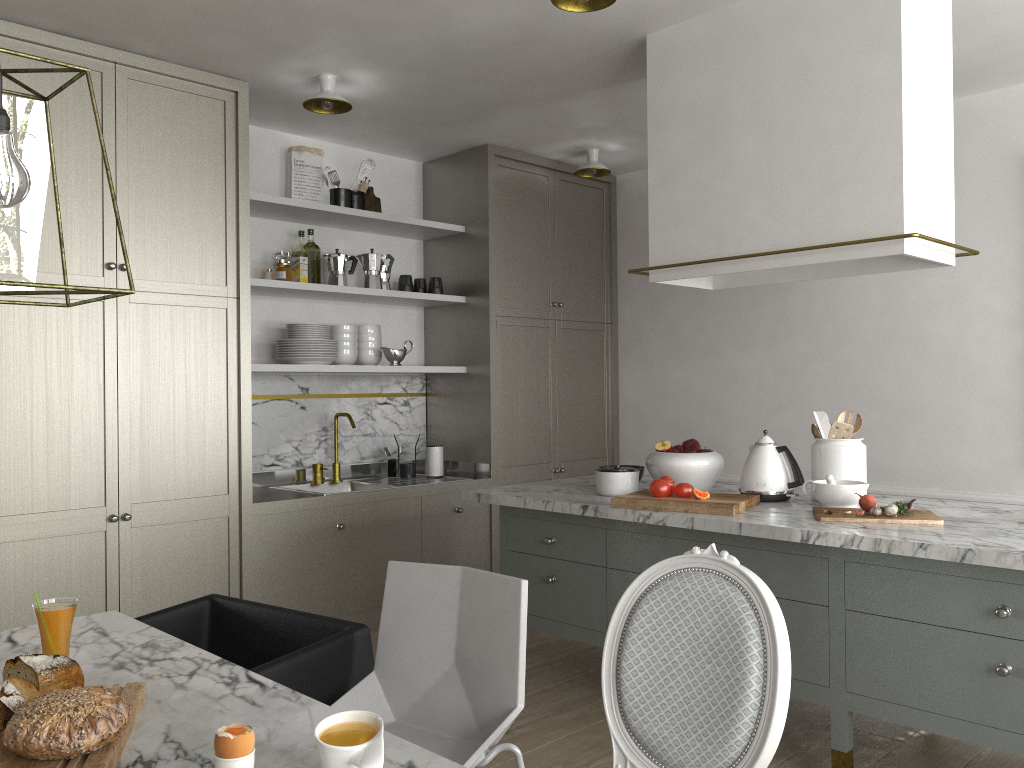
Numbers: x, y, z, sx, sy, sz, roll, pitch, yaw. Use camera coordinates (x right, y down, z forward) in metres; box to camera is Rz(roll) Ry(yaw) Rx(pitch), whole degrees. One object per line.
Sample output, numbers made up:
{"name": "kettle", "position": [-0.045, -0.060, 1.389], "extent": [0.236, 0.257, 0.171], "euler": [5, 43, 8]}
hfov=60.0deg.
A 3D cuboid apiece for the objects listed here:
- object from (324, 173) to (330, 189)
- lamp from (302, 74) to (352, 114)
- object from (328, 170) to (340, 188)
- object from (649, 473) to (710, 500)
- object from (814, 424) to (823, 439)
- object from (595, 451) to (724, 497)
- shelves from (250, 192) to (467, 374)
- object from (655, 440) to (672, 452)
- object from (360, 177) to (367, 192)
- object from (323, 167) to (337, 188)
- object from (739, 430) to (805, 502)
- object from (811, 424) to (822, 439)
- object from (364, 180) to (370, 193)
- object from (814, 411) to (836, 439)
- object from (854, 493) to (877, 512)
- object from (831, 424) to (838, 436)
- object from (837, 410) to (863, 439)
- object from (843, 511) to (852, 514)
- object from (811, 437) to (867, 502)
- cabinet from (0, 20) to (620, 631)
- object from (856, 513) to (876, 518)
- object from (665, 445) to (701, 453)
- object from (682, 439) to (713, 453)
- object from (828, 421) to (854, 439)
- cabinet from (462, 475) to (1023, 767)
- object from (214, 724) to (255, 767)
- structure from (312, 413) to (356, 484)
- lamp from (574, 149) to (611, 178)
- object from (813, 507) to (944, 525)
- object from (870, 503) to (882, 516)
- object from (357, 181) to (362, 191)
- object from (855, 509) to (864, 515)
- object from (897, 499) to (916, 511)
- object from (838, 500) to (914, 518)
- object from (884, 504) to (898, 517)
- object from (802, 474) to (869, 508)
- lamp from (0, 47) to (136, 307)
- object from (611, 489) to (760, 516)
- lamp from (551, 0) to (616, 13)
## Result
{"name": "object", "position": [-0.881, -0.935, 4.362], "extent": [0.098, 0.199, 0.059], "euler": [0, 0, -25]}
{"name": "lamp", "position": [-0.745, -1.176, 3.581], "extent": [0.197, 0.130, 0.197], "euler": [-1, 0, -10]}
{"name": "object", "position": [-0.830, -0.933, 4.297], "extent": [0.039, 0.185, 0.132], "euler": [-1, 0, 36]}
{"name": "object", "position": [0.547, 0.327, 2.850], "extent": [0.194, 0.079, 0.135], "euler": [-1, 0, 34]}
{"name": "object", "position": [1.077, 0.258, 2.993], "extent": [0.118, 0.250, 0.033], "euler": [-1, 0, -4]}
{"name": "object", "position": [0.530, 0.318, 3.238], "extent": [0.491, 0.156, 0.364], "euler": [-1, 0, 22]}
{"name": "shelves", "position": [-0.845, -0.443, 4.353], "extent": [1.339, 0.775, 0.352], "euler": [0, 0, -45]}
{"name": "object", "position": [0.541, 0.225, 3.170], "extent": [0.061, 0.048, 0.054], "euler": [-1, 0, 9]}
{"name": "object", "position": [-0.762, -0.934, 4.438], "extent": [0.083, 0.201, 0.023], "euler": [-1, 0, 11]}
{"name": "object", "position": [-0.870, -0.977, 4.293], "extent": [0.085, 0.148, 0.050], "euler": [0, 0, -42]}
{"name": "object", "position": [0.859, 0.273, 2.982], "extent": [0.178, 0.236, 0.204], "euler": [-1, 0, -8]}
{"name": "object", "position": [1.057, 0.257, 2.948], "extent": [0.117, 0.251, 0.061], "euler": [-1, 0, 25]}
{"name": "object", "position": [-0.761, -0.941, 4.474], "extent": [0.106, 0.191, 0.016], "euler": [0, 0, -35]}
{"name": "object", "position": [1.085, 0.238, 2.966], "extent": [0.064, 0.290, 0.141], "euler": [0, 0, -31]}
{"name": "object", "position": [1.048, 0.350, 2.620], "extent": [0.050, 0.051, 0.090], "euler": [-1, 0, 9]}
{"name": "object", "position": [1.111, 0.259, 2.999], "extent": [0.050, 0.247, 0.114], "euler": [0, 0, -40]}
{"name": "object", "position": [1.119, 0.236, 2.997], "extent": [0.131, 0.296, 0.056], "euler": [0, 0, -25]}
{"name": "object", "position": [0.965, 0.371, 2.556], "extent": [0.028, 0.010, 0.015], "euler": [-1, 0, 20]}
{"name": "object", "position": [1.088, 0.283, 2.956], "extent": [0.174, 0.208, 0.174], "euler": [0, 0, -27]}
{"name": "cabinet", "position": [-1.631, -0.038, 3.733], "extent": [5.433, 2.377, 0.947], "euler": [0, 0, -45]}
{"name": "object", "position": [1.003, 0.371, 2.518], "extent": [0.043, 0.008, 0.059], "euler": [-1, 0, -3]}
{"name": "object", "position": [0.609, 0.257, 3.159], "extent": [0.154, 0.074, 0.135], "euler": [-1, 0, 41]}
{"name": "object", "position": [0.666, 0.244, 3.170], "extent": [0.071, 0.091, 0.167], "euler": [-1, 0, -19]}
{"name": "object", "position": [1.051, 0.252, 2.924], "extent": [0.054, 0.262, 0.149], "euler": [0, 0, -30]}
{"name": "cabinet", "position": [0.953, 0.749, 2.820], "extent": [0.870, 0.721, 2.360], "euler": [0, 0, -45]}
{"name": "object", "position": [-0.349, 0.482, 1.116], "extent": [0.050, 0.101, 0.050], "euler": [0, 0, -38]}
{"name": "structure", "position": [-0.880, 0.316, 4.345], "extent": [0.167, 0.347, 0.195], "euler": [0, 0, -37]}
{"name": "lamp", "position": [0.429, -1.182, 4.738], "extent": [0.197, 0.130, 0.197], "euler": [0, 0, -40]}
{"name": "object", "position": [1.050, 0.381, 2.569], "extent": [0.330, 0.012, 0.220], "euler": [-1, 0, 15]}
{"name": "object", "position": [1.033, 0.356, 2.519], "extent": [0.033, 0.037, 0.034], "euler": [-1, 0, 23]}
{"name": "object", "position": [-0.780, -0.933, 4.478], "extent": [0.023, 0.202, 0.079], "euler": [-1, 0, 26]}
{"name": "object", "position": [0.996, 0.367, 2.535], "extent": [0.013, 0.017, 0.030], "euler": [0, 0, -36]}
{"name": "object", "position": [1.143, 0.355, 2.586], "extent": [0.057, 0.039, 0.049], "euler": [-1, 0, 42]}
{"name": "object", "position": [1.026, 0.360, 2.540], "extent": [0.224, 0.058, 0.116], "euler": [-1, 0, -9]}
{"name": "object", "position": [1.070, 0.357, 2.503], "extent": [0.035, 0.036, 0.037], "euler": [-1, 0, 33]}
{"name": "object", "position": [1.022, 0.333, 2.790], "extent": [0.172, 0.110, 0.159], "euler": [-1, 0, 1]}
{"name": "lamp", "position": [-0.825, -0.696, 1.424], "extent": [0.584, 1.108, 0.584], "euler": [0, 0, -30]}
{"name": "object", "position": [0.560, 0.378, 2.858], "extent": [0.400, 0.030, 0.290], "euler": [-1, 0, 30]}
{"name": "lamp", "position": [0.212, -1.191, 2.609], "extent": [0.197, 0.130, 0.197], "euler": [-1, 0, -10]}
